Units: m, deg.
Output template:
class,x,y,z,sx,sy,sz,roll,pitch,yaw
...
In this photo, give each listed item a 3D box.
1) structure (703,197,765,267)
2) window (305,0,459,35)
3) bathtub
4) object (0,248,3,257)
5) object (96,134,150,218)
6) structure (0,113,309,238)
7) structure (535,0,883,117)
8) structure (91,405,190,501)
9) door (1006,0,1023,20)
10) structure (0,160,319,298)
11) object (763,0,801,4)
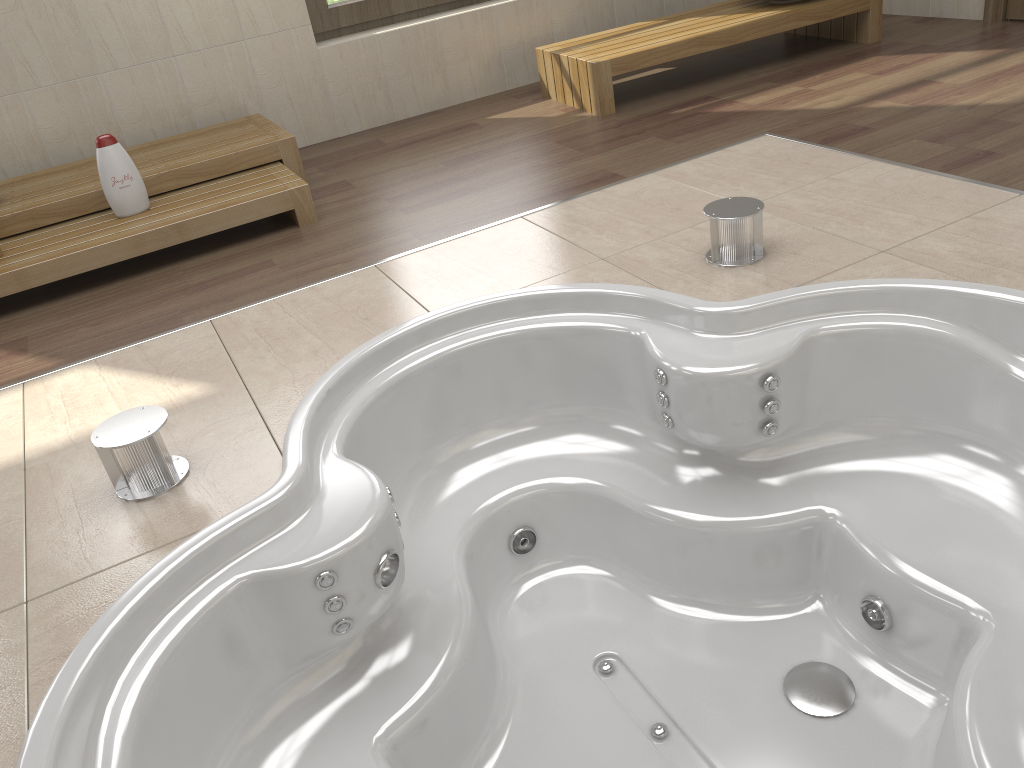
class,x,y,z,sx,sy,sz,roll,pitch,yaw
structure,0.570,-0.391,2.273,0.150,0.131,0.150,8,35,29
window,-0.553,-2.648,3.813,1.188,1.934,0.117,-22,32,-19
bathtub,0.309,0.489,1.618,1.751,0.674,1.754,1,32,20
object,-1.727,-0.434,2.822,0.120,0.120,0.120,-9,30,3
object,-1.334,-0.709,3.010,0.134,0.276,0.063,-26,33,-25
structure,-1.580,-0.708,3.425,1.450,0.220,0.620,-22,32,-19
structure,0.904,-1.572,4.103,1.450,0.220,0.620,-19,31,-14
structure,-0.748,0.139,1.792,0.150,0.131,0.150,-19,31,-15
door,2.270,-2.351,3.161,0.102,2.026,0.861,-23,32,-21
structure,-1.390,-0.522,3.124,1.280,0.140,0.620,-22,32,-19
object,1.289,-1.828,4.120,0.487,0.076,0.487,2,32,21
